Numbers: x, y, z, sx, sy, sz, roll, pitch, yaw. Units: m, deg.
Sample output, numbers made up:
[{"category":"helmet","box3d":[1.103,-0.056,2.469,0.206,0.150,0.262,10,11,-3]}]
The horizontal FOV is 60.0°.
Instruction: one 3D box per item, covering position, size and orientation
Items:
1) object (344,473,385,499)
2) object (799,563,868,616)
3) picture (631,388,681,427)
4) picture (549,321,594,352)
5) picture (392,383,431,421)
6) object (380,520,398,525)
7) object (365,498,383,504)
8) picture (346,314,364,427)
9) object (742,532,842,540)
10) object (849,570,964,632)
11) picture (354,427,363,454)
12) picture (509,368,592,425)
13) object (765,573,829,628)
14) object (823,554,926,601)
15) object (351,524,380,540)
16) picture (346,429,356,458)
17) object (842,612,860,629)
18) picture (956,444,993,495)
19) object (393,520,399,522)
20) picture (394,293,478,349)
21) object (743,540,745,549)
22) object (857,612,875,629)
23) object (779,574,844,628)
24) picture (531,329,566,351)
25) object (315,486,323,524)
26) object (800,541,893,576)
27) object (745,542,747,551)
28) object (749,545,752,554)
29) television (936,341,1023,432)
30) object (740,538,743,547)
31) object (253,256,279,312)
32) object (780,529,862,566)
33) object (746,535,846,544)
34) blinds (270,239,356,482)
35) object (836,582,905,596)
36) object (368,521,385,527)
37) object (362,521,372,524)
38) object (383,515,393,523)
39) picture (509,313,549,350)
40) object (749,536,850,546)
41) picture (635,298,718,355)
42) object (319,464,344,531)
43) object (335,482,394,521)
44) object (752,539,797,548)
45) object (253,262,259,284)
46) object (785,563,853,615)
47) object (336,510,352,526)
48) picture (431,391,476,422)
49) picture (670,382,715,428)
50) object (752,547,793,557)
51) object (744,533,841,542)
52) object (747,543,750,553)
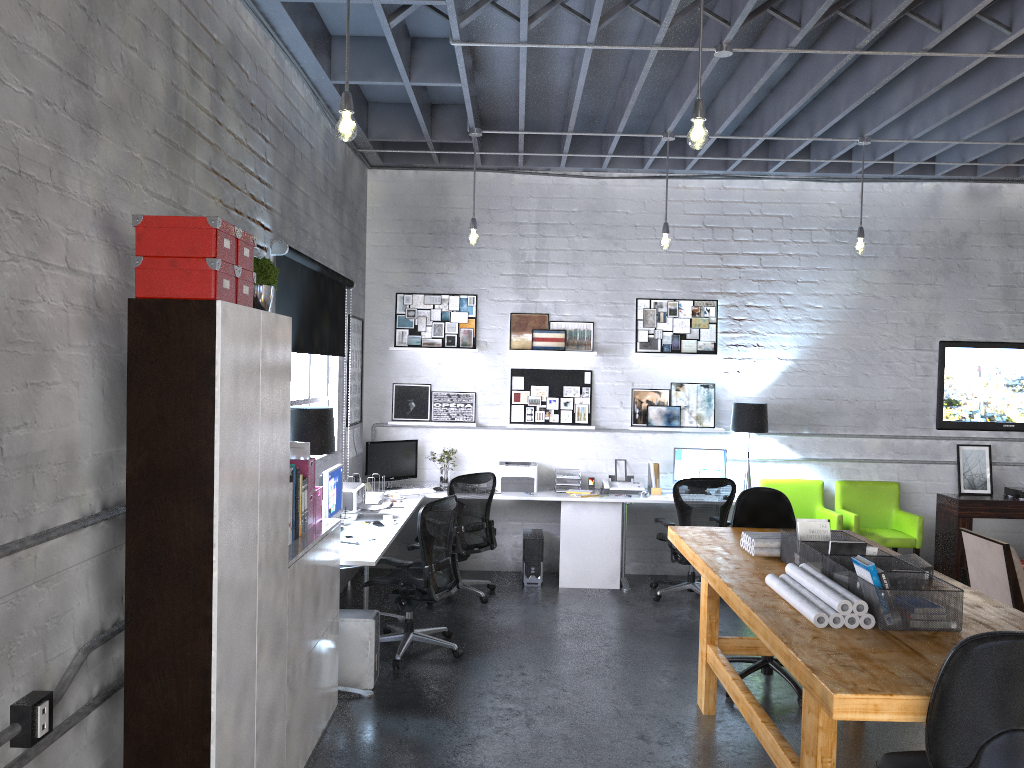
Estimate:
[{"category":"object","box3d":[-1.187,0.832,7.085,0.324,0.208,0.233,1,1,0]},{"category":"object","box3d":[1.287,0.822,3.588,0.057,0.057,0.635,1,1,0]},{"category":"picture","box3d":[1.317,0.218,8.111,0.452,0.345,0.054,1,2,0]},{"category":"picture","box3d":[0.541,-0.434,8.103,0.410,0.277,0.036,1,2,0]},{"category":"picture","box3d":[-0.922,0.167,8.132,0.355,0.343,0.042,1,2,0]},{"category":"object","box3d":[-0.850,0.949,6.056,0.119,0.016,0.119,2,1,18]},{"category":"object","box3d":[-1.196,0.907,6.748,0.392,0.064,0.259,1,1,0]},{"category":"picture","box3d":[-1.353,-0.113,7.652,0.020,0.935,0.658,1,1,0]},{"category":"object","box3d":[1.489,0.816,4.720,0.519,0.047,0.046,1,1,0]},{"category":"object","box3d":[1.503,0.830,3.402,0.316,0.156,0.306,1,1,0]},{"category":"picture","box3d":[-1.358,0.499,7.852,0.036,0.221,0.289,1,1,0]},{"category":"picture","box3d":[0.357,0.117,8.116,0.749,0.503,0.058,1,2,0]},{"category":"object","box3d":[1.143,0.868,3.590,0.057,0.058,0.635,1,1,0]},{"category":"object","box3d":[1.504,0.825,3.710,0.316,0.156,0.306,1,1,0]},{"category":"object","box3d":[-0.940,0.946,5.675,0.181,0.028,0.422,1,1,-10]},{"category":"picture","box3d":[-1.360,0.503,7.504,0.036,0.221,0.289,1,1,0]},{"category":"object","box3d":[1.256,0.870,3.590,0.057,0.058,0.635,1,1,0]},{"category":"picture","box3d":[4.225,0.783,8.095,0.308,0.457,0.092,1,2,0]},{"category":"object","box3d":[-0.787,0.945,6.129,0.025,0.021,0.119,2,1,27]},{"category":"picture","box3d":[-0.696,-0.576,8.100,0.749,0.503,0.058,1,2,0]},{"category":"object","box3d":[1.487,0.856,4.697,0.519,0.047,0.047,1,1,0]},{"category":"object","box3d":[1.314,0.872,3.589,0.058,0.057,0.635,1,1,0]},{"category":"object","box3d":[1.200,0.869,3.590,0.058,0.057,0.635,1,1,0]},{"category":"picture","box3d":[0.335,-0.398,8.090,0.311,0.196,0.029,1,2,0]},{"category":"object","box3d":[-1.135,0.644,4.737,0.214,0.177,0.161,1,1,0]},{"category":"object","box3d":[1.506,0.821,4.017,0.316,0.156,0.306,1,1,0]},{"category":"object","box3d":[1.487,0.857,4.651,0.519,0.047,0.047,1,1,0]},{"category":"object","box3d":[1.487,0.858,4.558,0.519,0.047,0.047,1,1,0]},{"category":"television","box3d":[4.540,0.027,8.085,1.324,0.817,0.021,1,2,0]},{"category":"object","box3d":[1.488,0.856,4.744,0.519,0.047,0.047,1,1,0]},{"category":"object","box3d":[-1.017,-0.394,3.555,0.169,0.240,0.171,1,1,-1]},{"category":"object","box3d":[1.507,0.817,4.325,0.316,0.156,0.306,1,1,0]},{"category":"object","box3d":[1.488,0.817,4.627,0.519,0.047,0.046,1,1,0]},{"category":"blinds","box3d":[-1.322,-0.015,6.064,0.100,1.633,2.118,1,1,0]},{"category":"object","box3d":[1.498,0.859,3.709,0.234,0.022,0.185,1,1,-7]},{"category":"object","box3d":[-0.914,0.938,5.968,0.114,0.036,0.058,1,1,-10]},{"category":"object","box3d":[-0.985,0.946,6.048,0.076,0.016,0.017,1,1,-10]},{"category":"object","box3d":[-0.843,0.925,6.059,0.078,0.049,0.062,1,1,-30]},{"category":"picture","box3d":[0.157,-0.476,8.107,0.355,0.343,0.042,1,2,0]},{"category":"object","box3d":[1.488,0.818,4.580,0.519,0.047,0.046,1,1,0]},{"category":"picture","box3d":[1.503,-0.525,8.091,0.749,0.503,0.058,1,2,0]},{"category":"object","box3d":[-1.206,0.745,5.706,0.212,0.417,0.465,1,1,0]},{"category":"object","box3d":[-1.096,0.832,6.320,0.485,0.230,0.420,1,1,0]},{"category":"object","box3d":[1.488,0.818,4.525,0.519,0.047,0.046,1,1,-2]},{"category":"object","box3d":[-1.064,-0.393,3.407,0.171,0.240,0.169,3,2,39]},{"category":"object","box3d":[1.230,0.821,3.588,0.057,0.057,0.635,1,1,0]},{"category":"object","box3d":[-1.145,0.905,6.006,0.082,0.090,0.090,2,1,25]},{"category":"picture","box3d":[-0.538,0.209,8.128,0.410,0.277,0.036,1,2,0]},{"category":"picture","box3d":[1.654,0.195,8.118,0.410,0.409,0.047,1,2,0]},{"category":"object","box3d":[1.487,0.859,4.511,0.519,0.047,0.047,1,1,0]},{"category":"object","box3d":[1.488,0.816,4.673,0.519,0.047,0.046,1,1,0]},{"category":"object","box3d":[1.487,0.857,4.604,0.519,0.047,0.047,1,1,0]}]
